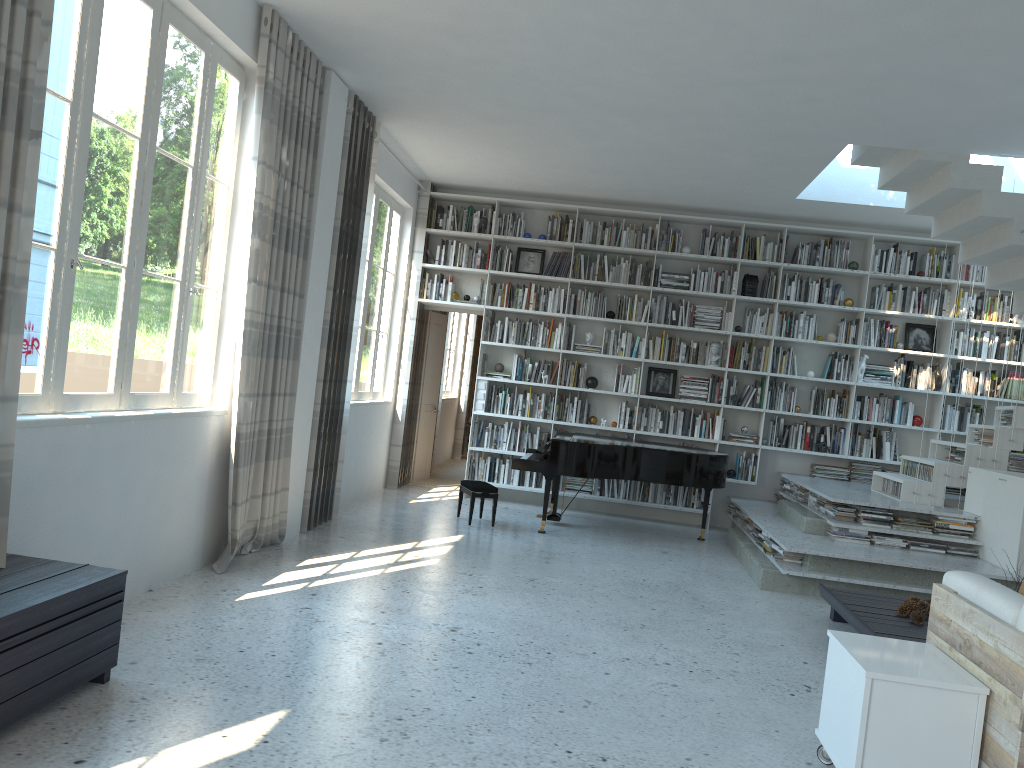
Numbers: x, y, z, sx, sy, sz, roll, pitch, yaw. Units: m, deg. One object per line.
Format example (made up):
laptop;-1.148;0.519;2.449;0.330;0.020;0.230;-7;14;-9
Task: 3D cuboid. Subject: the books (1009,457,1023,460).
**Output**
books;4.810;0.710;8.405;0.182;0.011;0.131;7;0;4

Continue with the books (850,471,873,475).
books;3.560;0.900;8.979;0.285;0.007;0.159;7;0;7

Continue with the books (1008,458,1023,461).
books;4.808;0.719;8.394;0.192;0.008;0.160;7;0;6

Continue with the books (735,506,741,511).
books;2.283;1.234;8.699;0.160;0.009;0.291;7;0;8

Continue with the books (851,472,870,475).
books;3.559;0.907;8.979;0.254;0.007;0.161;7;0;7

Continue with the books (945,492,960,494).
books;4.301;1.071;8.888;0.320;0.009;0.203;7;0;11

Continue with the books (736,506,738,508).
books;2.293;1.228;8.698;0.126;0.005;0.290;7;0;1

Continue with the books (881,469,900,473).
books;3.931;0.893;8.936;0.367;0.007;0.205;7;0;8

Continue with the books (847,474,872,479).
books;3.556;0.941;8.977;0.285;0.007;0.159;7;0;8

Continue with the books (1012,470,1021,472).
books;4.771;0.816;8.205;0.249;0.006;0.189;7;0;6

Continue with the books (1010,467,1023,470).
books;4.772;0.790;8.188;0.295;0.006;0.146;7;0;4

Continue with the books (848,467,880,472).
books;3.561;0.865;8.978;0.285;0.005;0.159;7;0;5

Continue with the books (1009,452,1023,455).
books;4.814;0.664;8.393;0.235;0.014;0.155;7;0;7

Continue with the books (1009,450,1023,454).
books;4.818;0.645;8.405;0.232;0.025;0.123;7;0;3

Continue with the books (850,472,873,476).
books;3.557;0.913;8.969;0.285;0.007;0.159;7;0;1

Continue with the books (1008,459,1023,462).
books;4.807;0.726;8.396;0.232;0.006;0.137;7;0;1

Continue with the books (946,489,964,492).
books;4.304;1.044;8.893;0.359;0.009;0.201;7;0;9

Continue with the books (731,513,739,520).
books;2.264;1.310;8.702;0.189;0.030;0.237;7;0;6

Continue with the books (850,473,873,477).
books;3.558;0.920;8.979;0.254;0.007;0.161;7;0;7

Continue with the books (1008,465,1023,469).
books;4.775;0.782;8.208;0.278;0.012;0.177;7;0;10

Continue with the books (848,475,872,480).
books;3.554;0.948;8.973;0.254;0.007;0.161;7;0;2

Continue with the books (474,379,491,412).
books;-0.310;0.122;9.350;0.106;0.340;0.307;7;1;6

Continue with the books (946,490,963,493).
books;4.304;1.053;8.899;0.359;0.009;0.201;7;0;7

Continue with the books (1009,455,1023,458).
books;4.812;0.690;8.404;0.215;0.011;0.121;7;0;1

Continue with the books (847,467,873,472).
books;3.560;0.870;8.979;0.285;0.005;0.159;7;0;7

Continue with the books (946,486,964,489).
books;4.308;1.017;8.898;0.359;0.009;0.201;7;0;5

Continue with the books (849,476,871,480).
books;3.553;0.955;8.970;0.285;0.007;0.159;7;0;11

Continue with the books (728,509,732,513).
books;2.296;1.296;8.993;0.179;0.012;0.261;7;0;9

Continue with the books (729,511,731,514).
books;2.304;1.320;8.993;0.171;0.016;0.241;7;0;6

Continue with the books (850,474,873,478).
books;3.556;0.927;8.972;0.285;0.007;0.159;7;0;2

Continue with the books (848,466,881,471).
books;3.562;0.854;8.971;0.285;0.005;0.159;7;0;2

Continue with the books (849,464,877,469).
books;3.566;0.838;8.969;0.254;0.006;0.161;7;0;1

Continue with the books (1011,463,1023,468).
books;4.776;0.763;8.196;0.234;0.025;0.157;7;0;2

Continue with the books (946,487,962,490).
books;4.307;1.026;8.895;0.320;0.009;0.203;7;0;4

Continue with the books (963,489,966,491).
books;4.702;1.082;8.852;0.327;0.008;0.207;7;0;9

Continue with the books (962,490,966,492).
books;4.700;1.089;8.849;0.367;0.007;0.206;7;0;12

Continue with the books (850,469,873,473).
books;3.559;0.881;8.976;0.285;0.005;0.159;7;0;4

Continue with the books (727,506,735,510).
books;2.297;1.271;8.993;0.177;0.012;0.278;7;0;2

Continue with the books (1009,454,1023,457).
books;4.813;0.678;8.398;0.206;0.014;0.150;7;0;6

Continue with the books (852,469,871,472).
books;3.560;0.876;8.978;0.254;0.006;0.161;7;0;5

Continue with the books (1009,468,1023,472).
books;4.769;0.807;8.180;0.296;0.013;0.128;7;0;4

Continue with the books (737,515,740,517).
books;2.279;1.291;8.700;0.147;0.012;0.206;7;0;1

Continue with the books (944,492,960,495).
books;4.301;1.080;8.899;0.320;0.009;0.203;7;0;5

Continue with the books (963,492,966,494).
books;4.697;1.113;8.847;0.327;0.008;0.207;7;0;11

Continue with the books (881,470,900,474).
books;3.929;0.901;8.927;0.367;0.007;0.205;7;0;1

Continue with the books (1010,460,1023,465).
books;4.779;0.738;8.201;0.267;0.026;0.161;7;0;11

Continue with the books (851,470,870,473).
books;3.559;0.886;8.981;0.254;0.006;0.161;7;0;6

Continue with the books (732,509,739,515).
books;2.261;1.269;8.702;0.191;0.028;0.212;7;0;10

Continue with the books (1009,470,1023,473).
books;4.770;0.823;8.205;0.251;0.008;0.184;7;0;7

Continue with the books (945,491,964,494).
books;4.302;1.062;8.887;0.359;0.009;0.201;7;0;1

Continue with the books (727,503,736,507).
books;2.296;1.236;8.993;0.191;0.013;0.243;7;0;2

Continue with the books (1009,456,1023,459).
books;4.811;0.700;8.401;0.227;0.009;0.144;7;0;6

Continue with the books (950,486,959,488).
books;4.310;1.008;8.892;0.354;0.009;0.198;7;0;3

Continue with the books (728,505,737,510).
books;2.301;1.261;8.993;0.187;0.009;0.211;7;0;5

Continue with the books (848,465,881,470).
books;3.566;0.844;8.973;0.285;0.005;0.159;7;0;3

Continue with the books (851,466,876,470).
books;3.565;0.849;8.971;0.254;0.006;0.161;7;0;10

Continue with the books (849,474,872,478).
books;3.555;0.934;8.973;0.254;0.007;0.161;7;0;2

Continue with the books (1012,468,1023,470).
books;4.771;0.797;8.184;0.250;0.007;0.131;7;0;10

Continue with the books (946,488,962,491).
books;4.306;1.035;8.898;0.320;0.009;0.203;7;0;5
